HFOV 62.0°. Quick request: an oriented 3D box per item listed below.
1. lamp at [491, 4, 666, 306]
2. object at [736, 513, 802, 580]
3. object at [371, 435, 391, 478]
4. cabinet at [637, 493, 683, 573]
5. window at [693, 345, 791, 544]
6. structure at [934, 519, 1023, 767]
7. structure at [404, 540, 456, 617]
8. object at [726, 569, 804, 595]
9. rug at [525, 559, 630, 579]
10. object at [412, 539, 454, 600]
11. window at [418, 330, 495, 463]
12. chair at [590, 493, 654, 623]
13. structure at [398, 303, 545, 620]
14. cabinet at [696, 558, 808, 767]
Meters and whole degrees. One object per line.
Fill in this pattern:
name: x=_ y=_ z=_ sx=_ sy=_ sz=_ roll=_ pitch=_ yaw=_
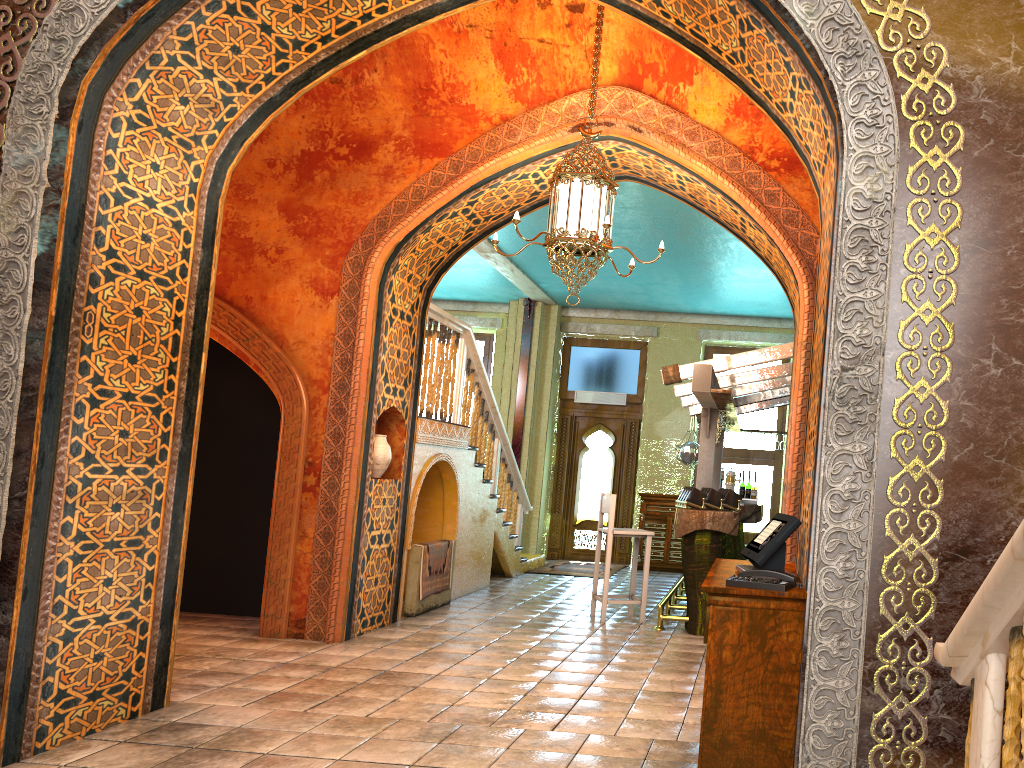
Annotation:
lamp: x=0.545 y=-1.740 z=6.212 sx=1.257 sy=2.362 sz=1.159 roll=4 pitch=-3 yaw=10
object: x=1.316 y=0.826 z=4.390 sx=0.254 sy=0.317 sz=0.457 roll=4 pitch=-5 yaw=3
object: x=-1.216 y=0.649 z=7.657 sx=0.230 sy=0.384 sz=0.275 roll=2 pitch=-4 yaw=27
cabinet: x=2.668 y=2.530 z=14.407 sx=1.094 sy=1.302 sz=0.630 roll=4 pitch=-3 yaw=6
window: x=3.991 y=1.061 z=14.873 sx=1.507 sy=3.415 sz=0.090 roll=4 pitch=-3 yaw=3
structure: x=1.862 y=0.185 z=1.040 sx=1.771 sy=3.139 sz=6.712 roll=3 pitch=-5 yaw=15
structure: x=-0.843 y=2.013 z=8.917 sx=0.105 sy=0.687 sz=1.052 roll=3 pitch=-5 yaw=16
object: x=1.161 y=0.904 z=3.929 sx=0.368 sy=0.086 sz=0.353 roll=1 pitch=-6 yaw=25
rug: x=1.115 y=2.985 z=13.837 sx=1.269 sy=0.039 sz=2.488 roll=2 pitch=-6 yaw=13
object: x=-0.832 y=1.924 z=8.905 sx=0.145 sy=0.555 sz=0.917 roll=3 pitch=-5 yaw=16
window: x=-1.225 y=0.758 z=15.126 sx=1.508 sy=3.415 sz=0.090 roll=4 pitch=-3 yaw=3
chair: x=1.191 y=1.849 z=9.129 sx=0.532 sy=1.334 sz=0.471 roll=5 pitch=-3 yaw=-15
structure: x=-1.005 y=1.053 z=11.138 sx=1.732 sy=3.139 sz=6.102 roll=3 pitch=-5 yaw=15
cabinet: x=1.238 y=1.519 z=4.455 sx=0.475 sy=1.052 sz=1.552 roll=3 pitch=-5 yaw=15
